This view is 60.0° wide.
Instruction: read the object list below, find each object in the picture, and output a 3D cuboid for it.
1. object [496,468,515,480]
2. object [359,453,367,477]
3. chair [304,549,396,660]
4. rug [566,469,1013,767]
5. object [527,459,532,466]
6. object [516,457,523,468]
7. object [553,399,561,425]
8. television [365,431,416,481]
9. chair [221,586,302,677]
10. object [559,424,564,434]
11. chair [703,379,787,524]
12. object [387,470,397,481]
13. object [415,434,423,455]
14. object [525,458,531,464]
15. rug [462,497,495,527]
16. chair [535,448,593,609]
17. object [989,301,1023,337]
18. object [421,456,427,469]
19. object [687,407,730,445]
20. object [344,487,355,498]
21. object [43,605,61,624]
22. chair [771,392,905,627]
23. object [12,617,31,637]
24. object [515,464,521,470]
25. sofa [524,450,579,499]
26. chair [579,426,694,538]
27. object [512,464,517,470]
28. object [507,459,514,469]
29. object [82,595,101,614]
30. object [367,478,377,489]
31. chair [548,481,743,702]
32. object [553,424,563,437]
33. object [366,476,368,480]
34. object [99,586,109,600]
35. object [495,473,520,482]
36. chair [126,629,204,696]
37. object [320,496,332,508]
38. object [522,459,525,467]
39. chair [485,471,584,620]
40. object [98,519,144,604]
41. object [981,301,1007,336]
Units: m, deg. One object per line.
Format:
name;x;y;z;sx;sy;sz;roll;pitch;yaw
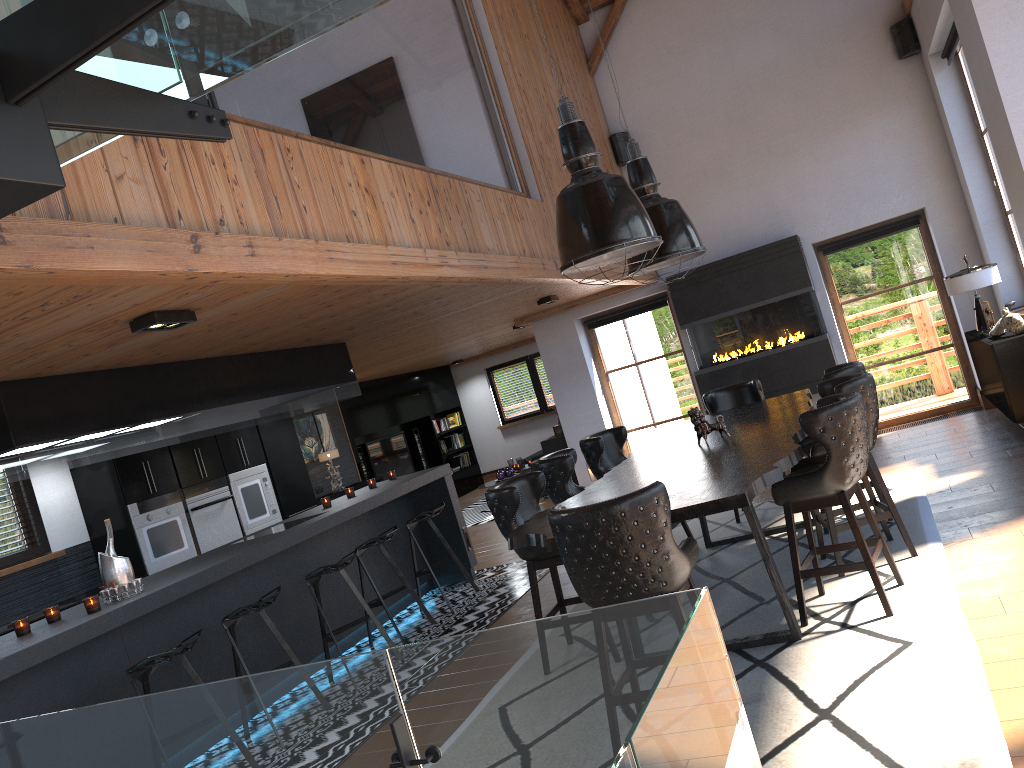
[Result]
object;-0.093;1.318;13.054;0.284;0.142;0.264;-17;0;5
object;-2.369;1.266;13.677;0.124;0.379;0.126;-17;-1;22
chair;-1.195;1.626;6.116;0.464;0.839;0.545;-17;-1;28
rug;1.243;1.330;5.228;2.528;0.047;5.683;-17;0;22
object;0.282;1.217;13.709;0.078;0.081;0.080;-17;-1;37
object;0.122;1.220;13.679;0.095;0.167;0.094;-17;-1;-7
object;0.613;0.374;11.293;0.150;0.504;0.327;-17;-1;21
television;-1.994;1.264;14.602;0.050;0.813;1.264;-17;0;22
chair;-1.545;1.728;5.409;0.465;0.839;0.543;-17;-1;19
object;0.656;0.554;11.118;0.098;0.135;0.107;-16;-1;-37
chair;1.978;0.549;7.424;0.500;1.092;0.573;-17;-1;21
object;-1.134;0.863;8.366;0.080;0.081;0.078;-16;0;-23
object;-1.685;1.068;15.421;0.124;0.379;0.126;-17;-1;22
object;0.266;1.214;13.853;0.094;0.099;0.091;-16;-1;-31
rug;-0.190;1.793;13.270;1.646;0.020;2.927;-17;0;22
chair;0.574;0.964;6.021;0.567;1.092;0.505;-17;-1;6
object;4.036;-0.526;7.272;0.181;0.262;0.498;-17;0;-9
object;-1.576;1.431;15.417;0.124;0.379;0.126;-17;-1;22
object;1.227;0.242;5.526;0.222;0.253;0.115;-17;-1;-16
object;-1.403;0.941;7.681;0.080;0.081;0.078;-16;0;-23
object;-2.514;1.262;4.850;0.080;0.081;0.079;-17;0;-13
chair;1.677;0.637;4.592;0.561;1.092;0.510;-17;-1;31
object;-2.583;1.282;4.673;0.080;0.081;0.079;-17;0;-13
object;0.100;1.271;13.553;0.078;0.081;0.080;-17;-1;37
sofa;0.826;1.071;13.775;2.069;0.818;3.117;-17;0;22
chair;0.935;0.869;6.764;0.561;1.092;0.510;-17;-1;31
object;0.043;1.288;13.728;0.078;0.081;0.080;-17;-1;37
object;-0.009;1.260;13.821;0.095;0.167;0.094;-17;-1;-7
object;-2.248;1.181;4.747;0.080;0.081;0.079;-17;0;-13
object;-1.269;0.902;8.024;0.080;0.081;0.078;-16;0;-23
chair;0.550;0.960;3.641;0.500;1.092;0.573;-17;-1;21
object;0.570;0.579;11.018;0.108;0.135;0.097;-17;0;12
object;-2.260;1.629;13.673;0.124;0.379;0.126;-17;-1;22
object;-2.373;1.221;5.208;0.080;0.081;0.079;-17;0;-13
object;-0.069;1.379;13.038;0.389;0.022;0.400;-17;0;40
chair;-1.784;1.797;4.687;0.465;0.839;0.544;-17;-1;22
object;-1.537;0.980;7.339;0.080;0.081;0.078;-16;0;-23
object;0.153;1.236;13.795;0.113;0.122;0.113;-17;0;-2
chair;0.265;1.052;5.103;0.563;1.092;0.508;-17;-1;21
object;-2.252;0.990;5.007;0.224;0.452;0.227;-17;-1;22
object;4.203;-0.589;7.804;0.149;0.287;0.505;-17;0;22
